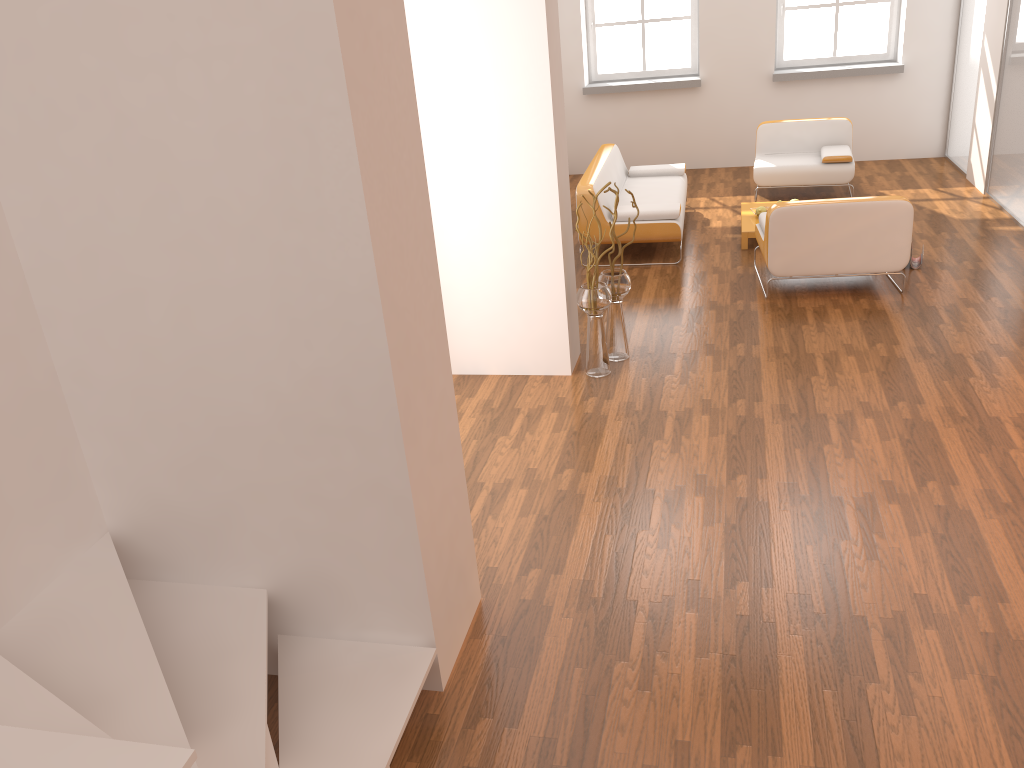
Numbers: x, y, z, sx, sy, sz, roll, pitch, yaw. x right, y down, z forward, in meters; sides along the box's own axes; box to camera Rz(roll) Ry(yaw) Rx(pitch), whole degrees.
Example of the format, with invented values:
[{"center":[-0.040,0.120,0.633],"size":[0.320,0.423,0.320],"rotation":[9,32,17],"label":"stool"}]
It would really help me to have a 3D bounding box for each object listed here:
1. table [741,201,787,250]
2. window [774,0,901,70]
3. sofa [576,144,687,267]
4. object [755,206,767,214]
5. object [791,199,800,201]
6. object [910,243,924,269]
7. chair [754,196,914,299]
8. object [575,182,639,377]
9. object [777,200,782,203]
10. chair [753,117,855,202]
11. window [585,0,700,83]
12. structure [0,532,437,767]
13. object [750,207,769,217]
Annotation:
[{"center":[2.469,-1.371,7.552],"size":[1.000,0.150,1.000],"rotation":[1,25,14],"label":"table"},{"center":[3.521,-4.340,9.577],"size":[1.308,1.737,0.142],"rotation":[1,25,14],"label":"window"},{"center":[1.120,-1.669,7.896],"size":[0.825,0.661,2.010],"rotation":[0,25,13],"label":"sofa"},{"center":[2.114,-1.461,7.522],"size":[0.102,0.095,0.101],"rotation":[-12,25,-14],"label":"object"},{"center":[2.443,-1.554,7.669],"size":[0.105,0.091,0.103],"rotation":[-2,24,9],"label":"object"},{"center":[2.917,-0.988,6.514],"size":[0.189,0.217,0.281],"rotation":[5,26,22],"label":"object"},{"center":[2.230,-1.055,6.268],"size":[0.923,0.661,0.825],"rotation":[-1,24,9],"label":"chair"},{"center":[0.495,-0.582,5.050],"size":[0.284,1.112,0.655],"rotation":[11,29,33],"label":"object"},{"center":[2.316,-1.553,7.700],"size":[0.080,0.087,0.094],"rotation":[15,31,38],"label":"object"},{"center":[2.857,-2.204,8.700],"size":[0.923,0.661,0.825],"rotation":[2,25,17],"label":"chair"},{"center":[1.478,-4.362,10.086],"size":[1.308,1.737,0.142],"rotation":[1,25,14],"label":"window"},{"center":[0.405,0.388,0.549],"size":[4.630,3.042,3.450],"rotation":[1,25,14],"label":"structure"},{"center":[2.169,-1.463,7.581],"size":[0.227,0.048,0.227],"rotation":[-4,24,4],"label":"object"}]
